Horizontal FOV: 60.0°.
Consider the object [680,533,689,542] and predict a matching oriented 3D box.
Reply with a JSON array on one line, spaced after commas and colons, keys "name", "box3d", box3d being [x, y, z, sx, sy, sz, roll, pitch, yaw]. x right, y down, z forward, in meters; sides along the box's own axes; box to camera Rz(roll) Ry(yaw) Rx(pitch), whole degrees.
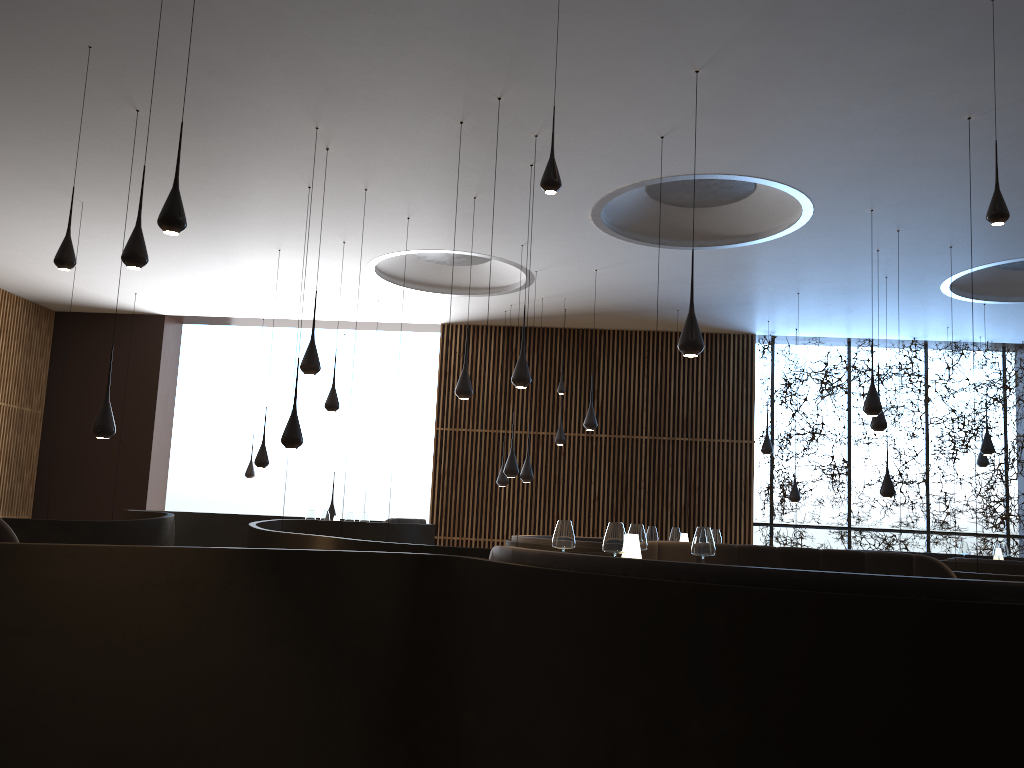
[{"name": "object", "box3d": [1.945, 1.805, 10.019, 0.144, 0.231, 0.143, 0, -8, 19]}]

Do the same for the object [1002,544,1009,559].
[{"name": "object", "box3d": [6.846, 2.372, 12.346, 0.142, 0.294, 0.142, 2, -8, 4]}]

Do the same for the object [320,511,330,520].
[{"name": "object", "box3d": [-2.680, 1.966, 12.703, 0.142, 0.294, 0.142, 6, -8, -23]}]

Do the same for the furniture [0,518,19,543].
[{"name": "furniture", "box3d": [-4.559, 1.077, 4.480, 4.241, 1.118, 1.474, 0, -9, 17]}]

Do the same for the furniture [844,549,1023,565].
[{"name": "furniture", "box3d": [6.501, 2.838, 11.764, 3.794, 1.044, 3.894, 6, -9, -19]}]

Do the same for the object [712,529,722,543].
[{"name": "object", "box3d": [2.332, 1.814, 10.158, 0.142, 0.294, 0.142, -1, -8, 25]}]

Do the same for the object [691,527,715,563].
[{"name": "object", "box3d": [1.134, 0.997, 5.257, 0.142, 0.294, 0.142, 9, -10, -40]}]

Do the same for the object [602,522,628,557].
[{"name": "object", "box3d": [0.580, 0.928, 4.985, 0.142, 0.294, 0.142, 0, -8, 21]}]

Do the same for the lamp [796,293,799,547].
[{"name": "lamp", "box3d": [4.031, 1.779, 12.549, 0.196, 6.255, 0.196, 9, -10, -41]}]

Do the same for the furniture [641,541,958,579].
[{"name": "furniture", "box3d": [2.018, 1.747, 6.581, 2.531, 1.057, 0.934, 1, -8, 9]}]

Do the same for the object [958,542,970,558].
[{"name": "object", "box3d": [6.237, 2.326, 12.237, 0.142, 0.294, 0.142, 3, -8, -2]}]

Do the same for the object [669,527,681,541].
[{"name": "object", "box3d": [1.911, 1.828, 10.375, 0.142, 0.294, 0.142, 7, -9, -29]}]

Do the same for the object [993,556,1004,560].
[{"name": "object", "box3d": [6.622, 2.349, 12.068, 0.144, 0.231, 0.143, 5, -8, -16]}]

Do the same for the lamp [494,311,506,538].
[{"name": "lamp", "box3d": [-0.257, 1.873, 14.499, 0.196, 6.255, 0.196, 1, -7, 12]}]

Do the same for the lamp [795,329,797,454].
[{"name": "lamp", "box3d": [4.729, 2.162, 14.804, 0.196, 6.255, 0.196, -1, -8, 29]}]

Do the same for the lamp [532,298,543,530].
[{"name": "lamp", "box3d": [0.332, 1.755, 13.552, 0.196, 6.255, 0.196, -2, -9, 31]}]

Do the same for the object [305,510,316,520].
[{"name": "object", "box3d": [-2.784, 1.890, 12.245, 0.142, 0.294, 0.142, 3, -8, 1]}]

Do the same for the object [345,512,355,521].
[{"name": "object", "box3d": [-2.203, 1.884, 12.028, 0.142, 0.294, 0.142, 2, -8, 7]}]

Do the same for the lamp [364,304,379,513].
[{"name": "lamp", "box3d": [-2.345, 1.728, 14.217, 0.196, 6.255, 0.196, 6, -8, -21]}]

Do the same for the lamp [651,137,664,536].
[{"name": "lamp", "box3d": [1.205, 0.874, 7.597, 0.196, 6.255, 0.196, -3, -9, 39]}]

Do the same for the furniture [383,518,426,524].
[{"name": "furniture", "box3d": [-1.703, 2.433, 12.599, 0.931, 1.057, 2.540, 3, -9, 0]}]

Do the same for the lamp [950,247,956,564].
[{"name": "lamp", "box3d": [5.091, 1.464, 10.189, 0.196, 6.255, 0.196, -3, -9, 39]}]

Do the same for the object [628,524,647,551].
[{"name": "object", "box3d": [0.801, 1.052, 5.716, 0.142, 0.294, 0.142, 2, -8, 3]}]

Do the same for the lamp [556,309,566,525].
[{"name": "lamp", "box3d": [0.728, 1.872, 14.180, 0.196, 6.255, 0.196, 1, -7, 12]}]

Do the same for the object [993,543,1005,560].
[{"name": "object", "box3d": [6.431, 2.253, 11.705, 0.142, 0.294, 0.142, 3, -8, -3]}]

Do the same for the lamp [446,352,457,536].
[{"name": "lamp", "box3d": [-1.096, 2.549, 14.784, 0.196, 6.255, 0.196, 6, -8, -21]}]

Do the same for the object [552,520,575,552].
[{"name": "object", "box3d": [0.313, 0.975, 5.376, 0.142, 0.294, 0.142, 8, -9, -36]}]

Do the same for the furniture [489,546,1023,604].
[{"name": "furniture", "box3d": [1.787, 1.405, 4.212, 3.934, 1.044, 1.988, 3, -8, 1]}]

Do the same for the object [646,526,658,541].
[{"name": "object", "box3d": [1.557, 1.732, 9.873, 0.142, 0.294, 0.142, 8, -9, -35]}]

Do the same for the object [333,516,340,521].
[{"name": "object", "box3d": [-2.451, 1.955, 12.361, 0.142, 0.231, 0.145, -1, -9, 25]}]

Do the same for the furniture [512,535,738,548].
[{"name": "furniture", "box3d": [1.865, 2.360, 9.971, 3.793, 1.114, 3.891, 6, -9, -21]}]

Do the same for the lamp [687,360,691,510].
[{"name": "lamp", "box3d": [2.455, 1.681, 12.408, 0.196, 6.255, 0.196, 9, -10, -41]}]

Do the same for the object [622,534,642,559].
[{"name": "object", "box3d": [0.717, 1.015, 5.306, 0.142, 0.231, 0.145, 6, -8, -22]}]

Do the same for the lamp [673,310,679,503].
[{"name": "lamp", "box3d": [2.525, 1.913, 13.885, 0.196, 6.255, 0.196, 6, -8, -21]}]

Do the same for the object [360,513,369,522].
[{"name": "object", "box3d": [-2.094, 1.975, 12.581, 0.142, 0.294, 0.142, 7, -9, -28]}]

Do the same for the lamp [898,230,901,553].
[{"name": "lamp", "box3d": [4.257, 1.351, 9.718, 0.196, 6.255, 0.196, -3, -9, 39]}]

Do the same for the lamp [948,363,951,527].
[{"name": "lamp", "box3d": [7.008, 2.174, 14.165, 0.196, 6.255, 0.196, -1, -8, 29]}]
